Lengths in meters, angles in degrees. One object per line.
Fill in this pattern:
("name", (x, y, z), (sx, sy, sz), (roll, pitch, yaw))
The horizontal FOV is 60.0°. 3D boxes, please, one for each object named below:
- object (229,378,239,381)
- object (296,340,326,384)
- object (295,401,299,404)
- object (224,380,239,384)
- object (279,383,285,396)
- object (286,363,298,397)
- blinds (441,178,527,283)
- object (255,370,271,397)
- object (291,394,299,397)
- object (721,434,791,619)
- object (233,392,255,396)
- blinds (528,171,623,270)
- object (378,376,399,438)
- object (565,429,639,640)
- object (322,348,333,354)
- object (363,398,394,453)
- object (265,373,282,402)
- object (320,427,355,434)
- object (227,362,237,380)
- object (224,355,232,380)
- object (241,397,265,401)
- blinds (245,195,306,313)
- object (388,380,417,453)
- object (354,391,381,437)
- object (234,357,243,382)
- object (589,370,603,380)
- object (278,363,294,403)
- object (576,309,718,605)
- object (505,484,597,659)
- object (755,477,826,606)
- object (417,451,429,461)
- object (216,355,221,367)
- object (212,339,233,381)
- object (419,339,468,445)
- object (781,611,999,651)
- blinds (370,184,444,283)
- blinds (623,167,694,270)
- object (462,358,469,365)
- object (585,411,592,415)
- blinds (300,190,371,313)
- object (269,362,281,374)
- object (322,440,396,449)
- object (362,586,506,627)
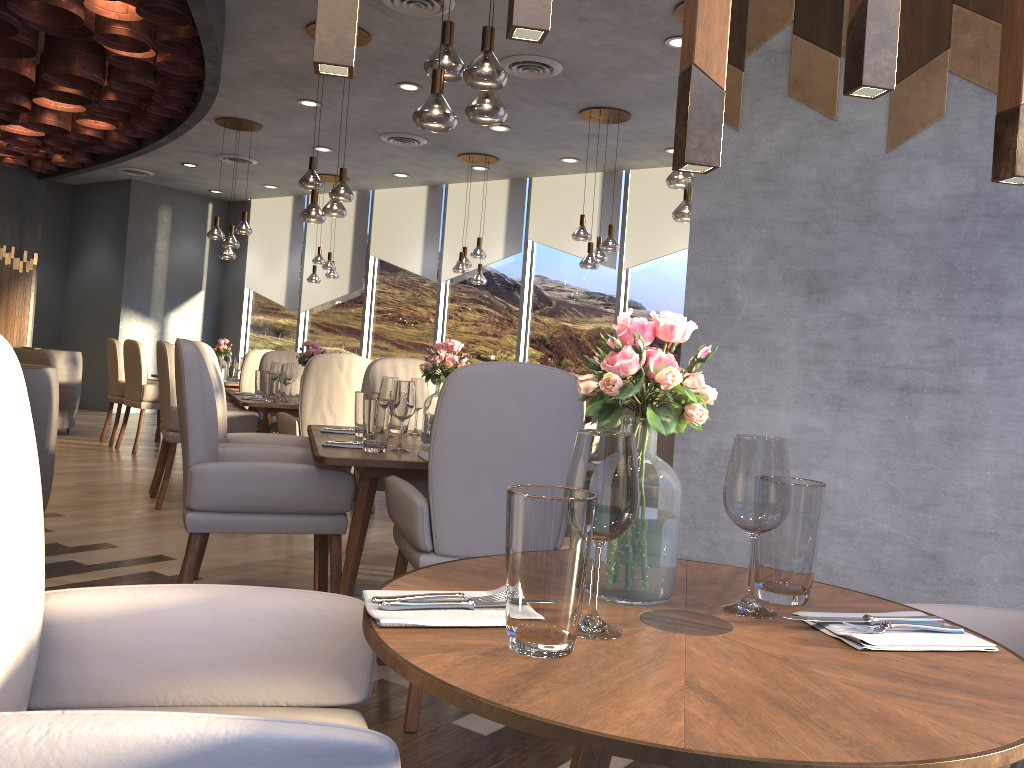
("object", (-2.767, -0.045, 9.092), (0.254, 0.019, 0.157), (4, 1, -39))
("object", (-1.374, -0.090, 6.050), (0.210, 0.416, 0.198), (4, -1, -7))
("object", (-1.269, 0.120, 5.556), (0.157, 0.019, 0.255), (4, 1, -24))
("object", (-2.593, -0.020, 8.274), (0.157, 0.019, 0.255), (4, 1, -41))
("object", (-1.678, -0.004, 6.424), (0.102, 0.178, 0.102), (4, -1, -13))
("object", (-1.585, -0.029, 6.364), (0.092, 0.244, 0.092), (5, -1, -39))
("blinds", (-0.293, -2.539, 10.579), (1.174, 2.682, 0.007), (4, -1, 35))
("object", (-1.716, -0.001, 6.085), (0.102, 0.178, 0.102), (4, -1, -5))
("object", (-1.552, 0.084, 6.523), (0.157, 0.019, 0.255), (4, 1, -20))
("object", (0.339, 0.195, 1.239), (0.092, 0.244, 0.092), (5, -1, -32))
("object", (-1.825, 0.069, 6.214), (0.255, 0.019, 0.157), (4, 1, -21))
("blinds", (0.736, -2.597, 9.864), (1.174, 2.682, 0.007), (4, -1, 35))
("object", (-0.506, 0.093, 3.621), (0.092, 0.244, 0.092), (4, -1, 31))
("object", (0.106, 0.180, 1.087), (0.092, 0.244, 0.092), (4, -1, 26))
("object", (-2.337, -0.238, 11.085), (0.197, 0.416, 0.210), (5, -1, -32))
("object", (-0.454, 0.140, 2.979), (0.102, 0.178, 0.102), (4, -1, 15))
("object", (-1.500, 0.023, 5.553), (0.102, 0.178, 0.102), (4, -1, 35))
("object", (-0.667, 0.193, 3.684), (0.255, 0.019, 0.157), (4, 1, -11))
("object", (-2.900, -0.136, 9.185), (0.102, 0.178, 0.102), (5, -1, -33))
("object", (-2.924, -0.169, 9.080), (0.092, 0.244, 0.092), (4, -1, 26))
("object", (-1.608, 0.093, 5.683), (0.255, 0.019, 0.157), (4, 1, -21))
("blinds", (-3.384, -2.365, 12.726), (1.174, 2.682, 0.007), (4, -1, 35))
("object", (-0.379, 0.111, 3.061), (0.092, 0.244, 0.092), (4, -1, 31))
("object", (-0.582, 0.122, 3.539), (0.102, 0.178, 0.102), (4, -1, 25))
("object", (-2.605, -0.136, 8.440), (0.092, 0.244, 0.092), (5, -1, -39))
("object", (0.723, 0.046, 7.426), (0.210, 0.416, 0.197), (4, -1, 8))
("object", (-1.439, -0.007, 5.646), (0.092, 0.244, 0.092), (4, -1, 21))
("object", (0.185, 0.098, 1.277), (0.210, 0.416, 0.197), (4, -1, 13))
("object", (0.039, 0.209, 0.999), (0.102, 0.178, 0.102), (4, -1, 20))
("object", (0.408, 0.232, 1.321), (0.102, 0.178, 0.102), (4, -1, -6))
("object", (-0.227, 0.237, 2.943), (0.157, 0.019, 0.255), (4, 1, -15))
("object", (-2.780, -0.147, 8.308), (0.092, 0.244, 0.092), (5, -1, -35))
("object", (-2.848, -0.240, 8.690), (0.210, 0.416, 0.198), (5, -1, -42))
("object", (-0.268, 0.032, 3.424), (0.210, 0.416, 0.197), (4, -1, 13))
("object", (0.485, 0.320, 1.175), (0.255, 0.019, 0.157), (4, 1, -12))
("blinds", (-1.311, -2.626, 11.296), (1.174, 2.682, 0.007), (4, -1, 35))
("blinds", (1.767, -2.509, 9.137), (1.174, 2.682, 0.007), (4, -1, 35))
("object", (-0.530, -0.077, 9.372), (0.198, 0.416, 0.210), (4, -1, 33))
("object", (0.621, 0.160, 7.223), (0.102, 0.178, 0.102), (5, -1, -34))
("blinds", (-2.364, -2.278, 12.007), (1.174, 2.682, 0.007), (4, -1, 35))
("object", (-1.656, -0.031, 6.177), (0.092, 0.244, 0.092), (4, -1, 27))
("object", (-0.540, 0.211, 3.124), (0.255, 0.019, 0.157), (4, 1, -11))
("object", (-0.060, 0.280, 1.136), (0.255, 0.019, 0.157), (4, 1, -16))
